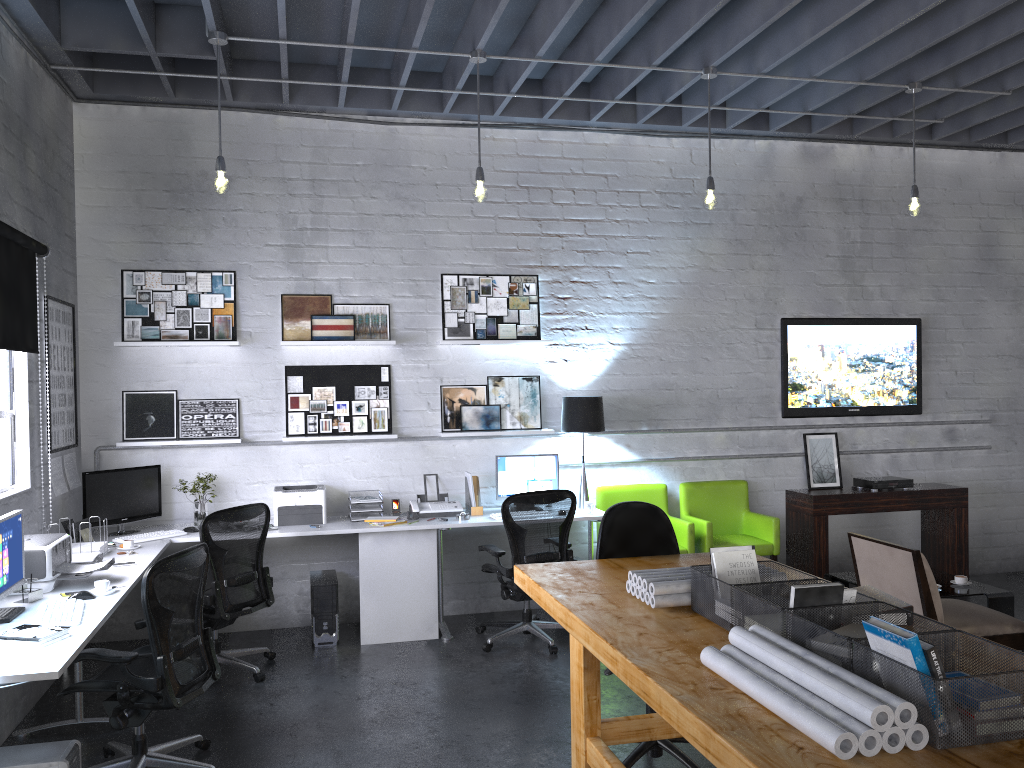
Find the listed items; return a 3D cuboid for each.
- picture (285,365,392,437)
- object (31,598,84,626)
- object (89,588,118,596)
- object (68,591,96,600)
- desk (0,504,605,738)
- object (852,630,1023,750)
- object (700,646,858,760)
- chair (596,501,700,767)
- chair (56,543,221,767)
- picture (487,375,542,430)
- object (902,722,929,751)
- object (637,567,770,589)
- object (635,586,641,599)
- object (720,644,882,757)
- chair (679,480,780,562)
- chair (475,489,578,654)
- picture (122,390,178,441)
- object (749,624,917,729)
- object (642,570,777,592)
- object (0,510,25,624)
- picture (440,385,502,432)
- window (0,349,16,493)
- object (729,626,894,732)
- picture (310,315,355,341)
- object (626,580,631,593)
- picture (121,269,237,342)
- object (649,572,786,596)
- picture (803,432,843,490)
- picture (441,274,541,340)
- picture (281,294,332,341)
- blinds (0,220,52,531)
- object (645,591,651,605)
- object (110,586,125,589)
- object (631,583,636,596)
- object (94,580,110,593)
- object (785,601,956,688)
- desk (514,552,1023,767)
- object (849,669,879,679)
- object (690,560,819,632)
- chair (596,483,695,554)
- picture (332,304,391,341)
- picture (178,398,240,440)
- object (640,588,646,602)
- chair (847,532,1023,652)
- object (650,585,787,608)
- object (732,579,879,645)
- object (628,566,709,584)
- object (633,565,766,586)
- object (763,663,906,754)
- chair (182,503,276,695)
[{"bbox_3d":[-1.243,0.115,6.377,0.749,0.503,0.058,-1,1,-13],"label":"picture"},{"bbox_3d":[-1.887,0.951,3.692,0.181,0.028,0.422,-1,0,-23],"label":"object"},{"bbox_3d":[-1.889,0.957,4.084,0.119,0.016,0.119,-1,0,4],"label":"object"},{"bbox_3d":[-1.932,0.948,3.984,0.114,0.036,0.058,-1,0,-23],"label":"object"},{"bbox_3d":[-0.784,1.340,4.838,3.574,0.785,3.298,-1,0,-13],"label":"desk"},{"bbox_3d":[1.016,0.701,2.062,0.316,0.156,0.306,-1,0,-13],"label":"object"},{"bbox_3d":[0.624,0.756,2.159,0.057,0.058,0.635,-1,0,-13],"label":"object"},{"bbox_3d":[0.650,1.128,3.896,0.659,1.165,0.687,-1,1,-15],"label":"chair"},{"bbox_3d":[-1.637,1.231,3.861,0.752,1.031,0.732,-1,1,-10],"label":"chair"},{"bbox_3d":[0.020,0.142,6.685,0.410,0.408,0.047,-1,1,-13],"label":"picture"},{"bbox_3d":[0.790,0.754,2.198,0.058,0.057,0.635,-1,0,-13],"label":"object"},{"bbox_3d":[0.712,0.710,3.248,0.519,0.047,0.046,-1,1,-13],"label":"object"},{"bbox_3d":[0.707,0.751,3.271,0.519,0.047,0.047,-1,1,-13],"label":"object"},{"bbox_3d":[0.680,0.756,2.172,0.058,0.057,0.635,-1,0,-13],"label":"object"},{"bbox_3d":[1.668,1.232,6.851,0.611,0.920,0.516,-1,1,-13],"label":"chair"},{"bbox_3d":[0.072,1.202,5.924,0.731,1.031,0.753,-2,1,-45],"label":"chair"},{"bbox_3d":[-2.486,0.216,6.090,0.355,0.343,0.042,-1,1,-13],"label":"picture"},{"bbox_3d":[0.762,0.705,2.191,0.057,0.057,0.635,-1,0,-13],"label":"object"},{"bbox_3d":[0.723,0.710,3.203,0.519,0.047,0.046,-1,1,-13],"label":"object"},{"bbox_3d":[-2.162,0.761,3.662,0.212,0.417,0.465,-1,1,-13],"label":"object"},{"bbox_3d":[-0.305,0.179,6.599,0.452,0.345,0.054,-1,1,-13],"label":"picture"},{"bbox_3d":[-2.526,-0.045,3.956,0.030,1.220,1.821,-1,0,-13],"label":"window"},{"bbox_3d":[0.707,0.706,2.178,0.057,0.057,0.635,-1,0,-13],"label":"object"},{"bbox_3d":[-1.282,-0.399,6.350,0.311,0.196,0.029,-1,1,-13],"label":"picture"},{"bbox_3d":[0.686,0.751,3.362,0.519,0.047,0.047,-1,1,-13],"label":"object"},{"bbox_3d":[-2.293,-0.536,6.117,0.749,0.503,0.058,-1,1,-13],"label":"picture"},{"bbox_3d":[0.736,0.710,3.149,0.519,0.047,0.046,-1,1,-15],"label":"object"},{"bbox_3d":[2.547,0.629,7.266,0.308,0.457,0.092,-1,1,-13],"label":"picture"},{"bbox_3d":[-0.155,-0.570,6.628,0.749,0.503,0.058,-1,1,-13],"label":"picture"},{"bbox_3d":[-1.462,-0.469,6.325,0.355,0.343,0.042,-1,1,-13],"label":"picture"},{"bbox_3d":[-2.394,0.014,3.987,0.100,1.632,2.119,-1,0,-13],"label":"blinds"},{"bbox_3d":[0.729,0.750,3.181,0.519,0.047,0.047,-1,1,-13],"label":"object"},{"bbox_3d":[-1.846,0.952,4.170,0.025,0.021,0.119,-1,0,13],"label":"object"},{"bbox_3d":[0.696,0.750,3.316,0.519,0.047,0.047,-1,1,-13],"label":"object"},{"bbox_3d":[-1.884,0.933,4.089,0.078,0.049,0.062,-1,1,-43],"label":"object"},{"bbox_3d":[0.945,0.702,2.361,0.316,0.156,0.306,-1,0,-13],"label":"object"},{"bbox_3d":[0.885,1.244,2.657,1.115,0.926,2.831,-1,0,-13],"label":"desk"},{"bbox_3d":[0.941,0.736,2.358,0.234,0.022,0.185,-1,0,-20],"label":"object"},{"bbox_3d":[0.802,0.704,2.959,0.316,0.156,0.306,-1,0,-13],"label":"object"},{"bbox_3d":[0.993,1.243,6.689,0.611,0.920,0.516,-1,1,-13],"label":"chair"},{"bbox_3d":[-1.087,-0.442,6.412,0.410,0.277,0.036,-1,1,-13],"label":"picture"},{"bbox_3d":[-2.111,0.243,6.177,0.410,0.277,0.036,-1,1,-13],"label":"picture"},{"bbox_3d":[0.718,0.750,3.226,0.519,0.047,0.047,-1,1,-13],"label":"object"},{"bbox_3d":[2.339,1.261,4.875,0.725,0.842,0.575,-1,1,-13],"label":"chair"},{"bbox_3d":[0.740,0.750,3.135,0.519,0.047,0.047,-1,1,-13],"label":"object"},{"bbox_3d":[0.873,0.703,2.660,0.316,0.156,0.306,-1,0,-13],"label":"object"},{"bbox_3d":[0.690,0.710,3.339,0.519,0.047,0.046,-1,1,-13],"label":"object"},{"bbox_3d":[0.701,0.710,3.293,0.519,0.047,0.046,-1,1,-13],"label":"object"},{"bbox_3d":[0.735,0.755,2.185,0.057,0.058,0.635,-1,0,-13],"label":"object"},{"bbox_3d":[-1.805,1.233,5.319,0.753,1.031,0.731,-1,1,10],"label":"chair"}]
